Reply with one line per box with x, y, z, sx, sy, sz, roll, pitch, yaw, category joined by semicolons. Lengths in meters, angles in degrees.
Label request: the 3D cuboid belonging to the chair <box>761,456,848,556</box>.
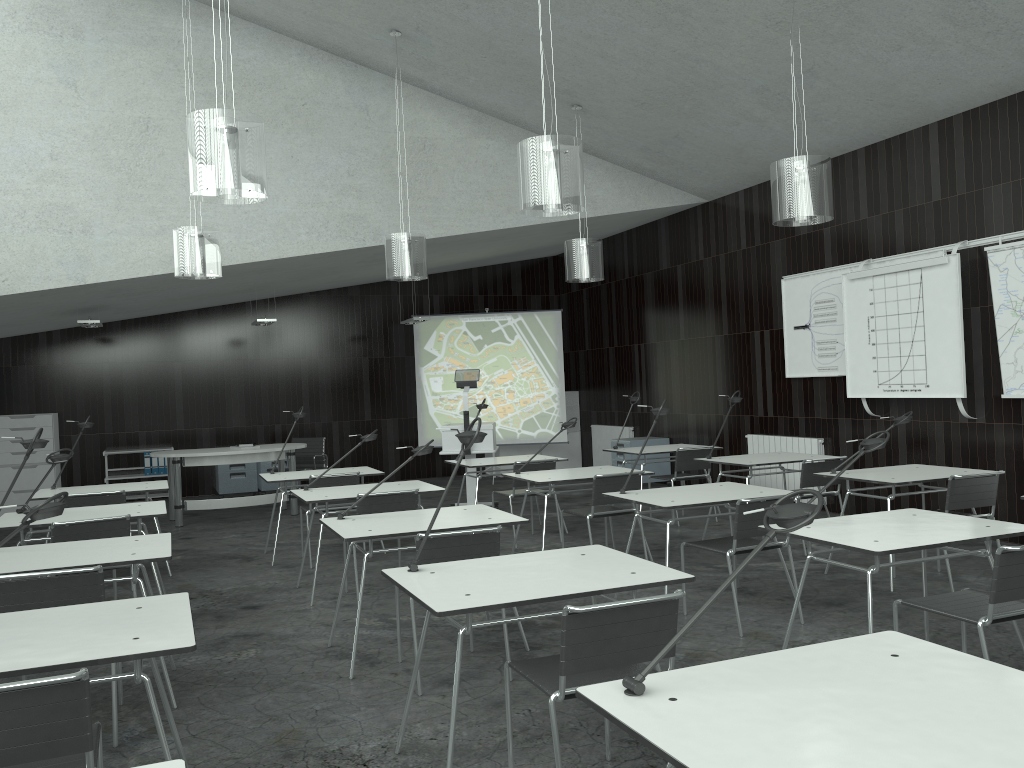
2.188;0.976;6.625;0.428;0.765;0.555;-2;0;-24;chair

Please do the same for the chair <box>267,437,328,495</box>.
-2.575;1.149;10.691;0.560;0.825;0.587;-2;0;17;chair

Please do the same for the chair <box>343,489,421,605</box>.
-0.817;1.102;5.561;0.428;0.765;0.555;-2;0;-22;chair

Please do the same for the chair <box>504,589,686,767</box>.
0.252;1.057;2.736;0.428;0.765;0.555;-2;0;-22;chair

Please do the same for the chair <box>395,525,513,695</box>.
-0.288;1.080;4.043;0.428;0.765;0.555;-2;0;-20;chair

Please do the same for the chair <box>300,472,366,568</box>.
-1.397;1.127;6.839;0.428;0.765;0.555;-2;0;-23;chair

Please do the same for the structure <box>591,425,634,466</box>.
1.355;0.973;12.035;0.079;0.688;1.129;-2;0;-22;structure

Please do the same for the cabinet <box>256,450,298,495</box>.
-3.077;1.261;11.618;0.502;0.648;0.598;-2;0;-23;cabinet

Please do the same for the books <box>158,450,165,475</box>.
-4.421;1.094;11.180;0.072;0.320;0.262;-2;0;-22;books

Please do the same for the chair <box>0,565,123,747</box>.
-1.770;1.142;3.476;0.428;0.765;0.555;-2;0;-19;chair

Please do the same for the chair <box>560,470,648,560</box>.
0.632;1.041;6.120;0.428;0.765;0.555;-2;0;-26;chair

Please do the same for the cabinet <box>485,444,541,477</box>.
-0.007;0.804;12.875;0.639;1.285;0.587;-2;0;-22;cabinet

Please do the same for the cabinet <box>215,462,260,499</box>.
-3.553;1.281;11.424;0.502;0.648;0.598;-2;0;-23;cabinet

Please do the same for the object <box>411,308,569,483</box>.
-0.289;0.163;11.890;2.051;2.602;0.673;-2;0;2;object

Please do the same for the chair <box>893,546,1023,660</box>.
1.782;0.993;3.321;0.428;0.765;0.555;-2;0;-22;chair

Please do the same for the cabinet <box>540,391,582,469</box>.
0.593;0.778;13.119;0.639;1.285;0.587;-2;0;-22;cabinet

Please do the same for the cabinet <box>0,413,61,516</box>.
-5.755;1.049;10.536;0.639;1.292;0.587;-2;0;-22;cabinet

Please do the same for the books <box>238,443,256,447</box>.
-2.812;0.718;9.421;0.164;0.032;0.183;-2;0;-9;books

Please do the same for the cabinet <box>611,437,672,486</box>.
1.574;1.065;10.834;0.598;0.648;0.502;-2;0;-23;cabinet

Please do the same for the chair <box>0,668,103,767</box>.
-1.228;1.120;2.187;0.428;0.765;0.555;-2;0;-23;chair

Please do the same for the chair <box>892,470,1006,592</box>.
2.644;0.957;5.374;0.428;0.765;0.555;-2;0;-20;chair

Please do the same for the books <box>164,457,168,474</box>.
-4.352;1.091;11.208;0.072;0.320;0.262;-2;0;-22;books

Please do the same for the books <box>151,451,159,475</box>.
-4.491;1.097;11.151;0.072;0.320;0.262;-2;0;-22;books

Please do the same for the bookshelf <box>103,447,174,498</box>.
-4.644;1.279;11.078;0.817;0.739;0.403;-2;0;-22;bookshelf

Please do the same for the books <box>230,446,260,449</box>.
-2.846;0.745;9.449;0.210;0.021;0.297;-2;0;-39;books

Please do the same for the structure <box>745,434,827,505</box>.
2.683;0.918;8.766;0.079;0.688;1.129;-2;0;-22;structure

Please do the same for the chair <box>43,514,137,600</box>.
-2.311;1.165;4.828;0.428;0.765;0.555;-2;0;-34;chair

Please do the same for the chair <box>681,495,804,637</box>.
1.219;1.017;4.723;0.428;0.765;0.555;-2;0;-27;chair

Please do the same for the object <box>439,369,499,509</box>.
-0.430;0.651;8.935;0.559;1.639;0.680;-2;0;2;object

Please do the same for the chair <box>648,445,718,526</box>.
1.550;1.003;8.077;0.428;0.765;0.555;-2;0;-24;chair

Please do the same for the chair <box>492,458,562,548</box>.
0.114;1.063;7.350;0.428;0.765;0.555;-2;0;-25;chair

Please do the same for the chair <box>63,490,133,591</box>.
-2.863;1.188;6.158;0.428;0.765;0.555;-2;0;-21;chair
